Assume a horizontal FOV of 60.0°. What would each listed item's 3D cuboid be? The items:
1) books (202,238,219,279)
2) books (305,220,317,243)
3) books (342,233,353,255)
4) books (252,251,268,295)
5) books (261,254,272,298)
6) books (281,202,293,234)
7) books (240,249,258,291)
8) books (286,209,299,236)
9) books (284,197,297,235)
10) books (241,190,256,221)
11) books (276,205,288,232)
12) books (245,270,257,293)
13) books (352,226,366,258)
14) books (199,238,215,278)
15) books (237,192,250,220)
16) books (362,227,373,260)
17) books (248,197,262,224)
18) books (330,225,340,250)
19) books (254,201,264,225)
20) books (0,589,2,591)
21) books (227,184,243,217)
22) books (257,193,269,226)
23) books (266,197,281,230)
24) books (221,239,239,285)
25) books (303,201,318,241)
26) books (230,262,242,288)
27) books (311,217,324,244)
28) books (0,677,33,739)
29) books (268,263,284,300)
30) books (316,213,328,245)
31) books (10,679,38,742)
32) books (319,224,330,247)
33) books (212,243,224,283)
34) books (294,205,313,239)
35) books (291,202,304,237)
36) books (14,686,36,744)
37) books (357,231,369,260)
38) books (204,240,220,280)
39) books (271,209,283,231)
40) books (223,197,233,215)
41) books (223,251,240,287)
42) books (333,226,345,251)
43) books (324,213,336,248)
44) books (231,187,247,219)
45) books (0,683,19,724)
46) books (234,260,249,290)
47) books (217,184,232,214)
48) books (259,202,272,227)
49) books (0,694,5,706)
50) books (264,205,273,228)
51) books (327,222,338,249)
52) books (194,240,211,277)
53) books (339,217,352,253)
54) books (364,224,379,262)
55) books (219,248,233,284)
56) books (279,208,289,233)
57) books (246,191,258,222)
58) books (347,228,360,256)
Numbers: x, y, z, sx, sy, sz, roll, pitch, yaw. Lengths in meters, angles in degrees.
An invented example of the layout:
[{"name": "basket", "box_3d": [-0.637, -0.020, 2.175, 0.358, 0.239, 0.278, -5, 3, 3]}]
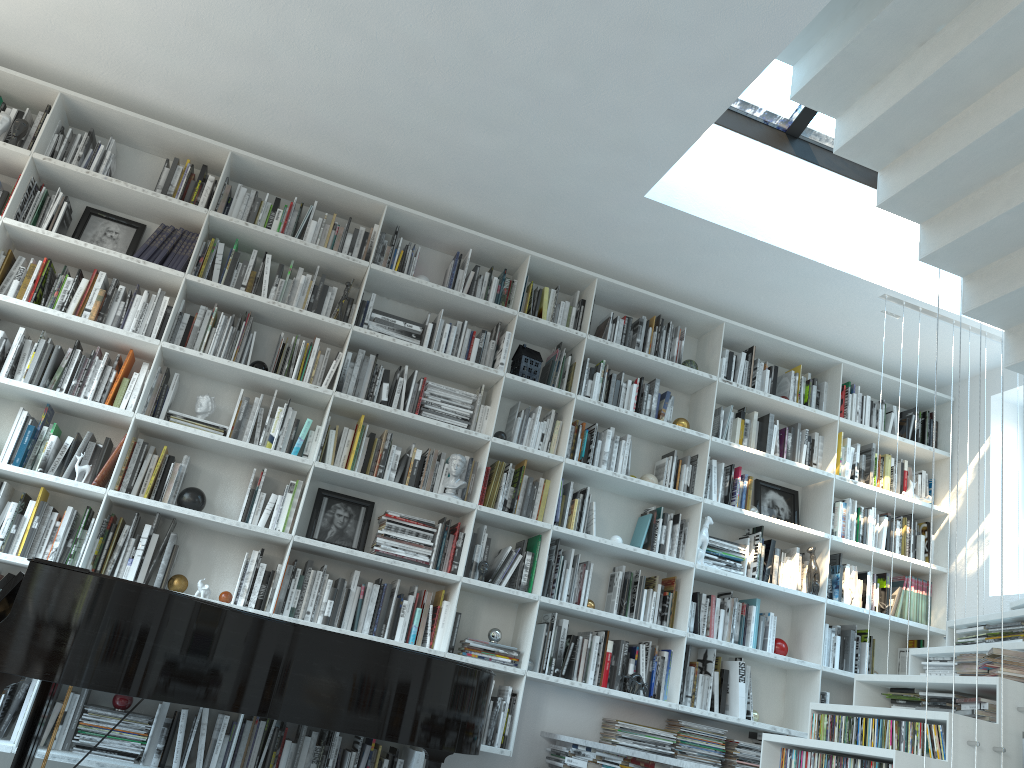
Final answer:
[{"name": "books", "box_3d": [-1.580, -0.600, 4.613, 0.014, 0.307, 0.130, 17, -21, -14]}, {"name": "books", "box_3d": [-1.104, -0.763, 4.803, 0.031, 0.189, 0.182, 17, -21, -14]}, {"name": "books", "box_3d": [-0.919, -0.706, 4.844, 0.031, 0.184, 0.177, 17, -21, -14]}, {"name": "books", "box_3d": [-1.342, -0.532, 4.670, 0.013, 0.314, 0.135, 17, -21, -14]}, {"name": "books", "box_3d": [-1.296, -0.513, 4.652, 0.075, 0.284, 0.179, 17, -21, -14]}, {"name": "books", "box_3d": [-1.227, -0.831, 4.777, 0.013, 0.250, 0.184, 17, -21, -14]}, {"name": "books", "box_3d": [-1.387, -0.542, 4.637, 0.023, 0.292, 0.156, 17, -21, -14]}, {"name": "books", "box_3d": [-1.204, -0.811, 4.795, 0.029, 0.234, 0.130, 17, -21, -14]}, {"name": "books", "box_3d": [-1.212, -0.849, 4.790, 0.010, 0.297, 0.151, 17, -21, -14]}, {"name": "books", "box_3d": [-1.417, -0.888, 4.732, 0.023, 0.250, 0.171, 17, -21, -14]}, {"name": "books", "box_3d": [-1.254, -0.829, 4.775, 0.013, 0.233, 0.155, 17, -21, -14]}, {"name": "books", "box_3d": [-1.374, -0.479, 4.634, 0.034, 0.180, 0.160, 17, -21, -14]}, {"name": "books", "box_3d": [-0.866, -0.720, 4.887, 0.030, 0.260, 0.152, 17, -21, -14]}, {"name": "books", "box_3d": [-1.588, -0.598, 4.587, 0.013, 0.282, 0.159, 17, -21, -14]}, {"name": "books", "box_3d": [-1.441, -0.881, 4.719, 0.023, 0.219, 0.182, 17, -21, -14]}, {"name": "books", "box_3d": [-0.817, -0.712, 4.888, 0.014, 0.266, 0.172, 17, -21, -14]}, {"name": "books", "box_3d": [-1.381, -0.862, 4.719, 0.029, 0.207, 0.179, 17, -21, -14]}, {"name": "books", "box_3d": [-0.980, -0.739, 4.822, 0.013, 0.206, 0.178, 17, -21, -14]}, {"name": "books", "box_3d": [-1.365, -0.852, 4.736, 0.015, 0.206, 0.167, 17, -21, -14]}, {"name": "books", "box_3d": [-2.262, 0.995, 3.888, 0.013, 0.283, 0.139, 17, -21, -14]}, {"name": "books", "box_3d": [-1.493, -0.917, 4.737, 0.021, 0.278, 0.141, 17, -21, -14]}, {"name": "books", "box_3d": [-1.349, -0.874, 4.751, 0.010, 0.263, 0.161, 17, -21, -14]}, {"name": "books", "box_3d": [-1.302, -0.855, 4.780, 0.028, 0.267, 0.152, 17, -21, -14]}, {"name": "books", "box_3d": [-1.476, -0.583, 4.609, 0.012, 0.313, 0.172, 17, -21, -14]}, {"name": "books", "box_3d": [-1.115, -0.824, 4.826, 0.014, 0.314, 0.166, 17, -21, -14]}, {"name": "books", "box_3d": [-1.446, -0.513, 4.615, 0.024, 0.200, 0.154, 17, -21, -14]}, {"name": "books", "box_3d": [-1.076, -0.773, 4.825, 0.026, 0.235, 0.134, 17, -21, -14]}, {"name": "books", "box_3d": [-2.130, 1.389, 3.812, 0.065, 0.255, 0.156, 17, -21, -14]}, {"name": "books", "box_3d": [-1.255, -0.485, 4.675, 0.027, 0.264, 0.169, 17, -21, -14]}, {"name": "books", "box_3d": [-1.054, -0.782, 4.836, 0.014, 0.268, 0.156, 17, -21, -14]}, {"name": "books", "box_3d": [-2.086, 1.394, 3.829, 0.027, 0.275, 0.144, 17, -21, -14]}, {"name": "books", "box_3d": [-1.042, -0.748, 4.840, 0.029, 0.212, 0.142, 17, -21, -14]}, {"name": "books", "box_3d": [-1.531, -0.574, 4.605, 0.067, 0.273, 0.168, 17, -21, -14]}, {"name": "books", "box_3d": [-1.146, -0.818, 4.798, 0.052, 0.272, 0.173, 17, -21, -14]}, {"name": "books", "box_3d": [-1.176, -0.828, 4.793, 0.013, 0.275, 0.165, 17, -21, -14]}, {"name": "books", "box_3d": [-2.056, 1.408, 3.788, 0.017, 0.232, 0.213, 17, -21, -14]}, {"name": "books", "box_3d": [-0.837, -0.701, 4.869, 0.026, 0.224, 0.172, 17, -21, -14]}, {"name": "books", "box_3d": [-1.564, -0.593, 4.592, 0.010, 0.286, 0.148, 17, -21, -14]}, {"name": "books", "box_3d": [-1.278, -0.819, 4.767, 0.030, 0.200, 0.152, 17, -21, -14]}, {"name": "books", "box_3d": [-1.520, -0.882, 4.706, 0.024, 0.182, 0.133, 17, -21, -14]}, {"name": "books", "box_3d": [-1.463, -0.543, 4.603, 0.031, 0.241, 0.182, 17, -21, -14]}, {"name": "books", "box_3d": [-0.961, -0.731, 4.824, 0.026, 0.199, 0.187, 17, -21, -14]}, {"name": "books", "box_3d": [-1.009, -0.774, 4.829, 0.014, 0.265, 0.192, 17, -21, -14]}, {"name": "books", "box_3d": [-1.465, -0.904, 4.722, 0.031, 0.253, 0.146, 17, -21, -14]}, {"name": "books", "box_3d": [-2.154, 1.350, 3.791, 0.012, 0.302, 0.166, 17, -21, -14]}, {"name": "books", "box_3d": [-1.418, -0.515, 4.618, 0.029, 0.218, 0.158, 17, -21, -14]}, {"name": "books", "box_3d": [-1.535, -0.919, 4.696, 0.029, 0.236, 0.156, 17, -21, -14]}, {"name": "books", "box_3d": [-1.343, -0.848, 4.773, 0.025, 0.234, 0.130, 17, -21, -14]}, {"name": "books", "box_3d": [-2.171, 1.350, 3.788, 0.021, 0.294, 0.188, 17, -21, -14]}, {"name": "books", "box_3d": [-1.325, -0.836, 4.767, 0.012, 0.215, 0.150, 17, -21, -14]}, {"name": "books", "box_3d": [-0.998, -0.750, 4.833, 0.021, 0.228, 0.161, 17, -21, -14]}, {"name": "books", "box_3d": [-1.603, -0.594, 4.565, 0.023, 0.255, 0.175, 17, -21, -14]}, {"name": "books", "box_3d": [-0.931, -0.756, 4.861, 0.013, 0.284, 0.160, 17, -21, -14]}, {"name": "books", "box_3d": [-0.795, -0.718, 4.892, 0.026, 0.287, 0.176, 17, -21, -14]}, {"name": "books", "box_3d": [-1.494, -0.558, 4.605, 0.011, 0.259, 0.157, 17, -21, -14]}, {"name": "books", "box_3d": [-1.241, -0.819, 4.768, 0.011, 0.215, 0.160, 17, -21, -14]}, {"name": "books", "box_3d": [-1.400, -0.884, 4.732, 0.012, 0.249, 0.174, 17, -21, -14]}, {"name": "books", "box_3d": [-0.891, -0.719, 4.869, 0.026, 0.236, 0.149, 17, -21, -14]}]
